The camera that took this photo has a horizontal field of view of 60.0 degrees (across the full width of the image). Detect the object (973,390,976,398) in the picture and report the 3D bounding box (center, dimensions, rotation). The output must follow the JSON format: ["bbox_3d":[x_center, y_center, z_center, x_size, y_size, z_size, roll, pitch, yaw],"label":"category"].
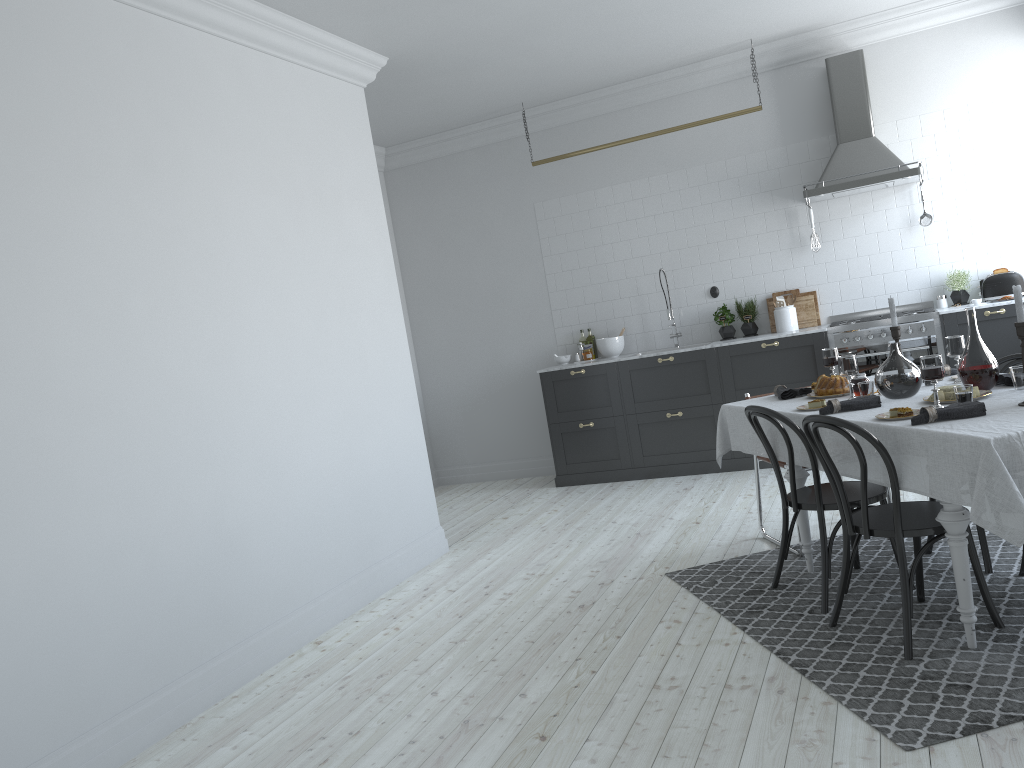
[{"bbox_3d":[1.812,0.043,3.546,0.040,0.039,0.077,-10,3,-7],"label":"object"}]

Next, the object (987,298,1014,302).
[{"bbox_3d":[3.547,-0.610,6.442,0.018,0.008,0.209,-12,4,-32],"label":"object"}]

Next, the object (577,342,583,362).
[{"bbox_3d":[0.630,-0.293,8.042,0.059,0.172,0.059,-12,4,-35],"label":"object"}]

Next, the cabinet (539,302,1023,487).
[{"bbox_3d":[2.189,0.117,7.226,3.897,1.012,0.646,-8,4,23],"label":"cabinet"}]

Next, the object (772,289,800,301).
[{"bbox_3d":[2.300,-0.612,7.384,0.220,0.330,0.041,-8,4,23],"label":"object"}]

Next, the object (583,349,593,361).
[{"bbox_3d":[0.682,-0.258,7.924,0.078,0.101,0.078,-12,4,-38],"label":"object"}]

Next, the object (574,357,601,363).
[{"bbox_3d":[0.680,-0.214,8.006,0.180,0.008,0.272,-8,4,23],"label":"object"}]

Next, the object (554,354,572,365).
[{"bbox_3d":[0.466,-0.231,8.037,0.159,0.110,0.172,-8,4,18],"label":"object"}]

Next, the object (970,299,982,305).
[{"bbox_3d":[3.388,-0.597,6.467,0.072,0.040,0.070,-9,4,15],"label":"object"}]

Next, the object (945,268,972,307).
[{"bbox_3d":[3.429,-0.744,6.806,0.210,0.283,0.220,-7,4,36],"label":"object"}]

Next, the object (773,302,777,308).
[{"bbox_3d":[2.209,-0.554,7.273,0.061,0.251,0.117,-12,4,-37],"label":"object"}]

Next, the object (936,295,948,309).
[{"bbox_3d":[3.335,-0.637,6.875,0.072,0.095,0.072,-11,4,-21],"label":"object"}]

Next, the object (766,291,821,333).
[{"bbox_3d":[2.349,-0.601,7.400,0.400,0.290,0.030,-8,4,23],"label":"object"}]

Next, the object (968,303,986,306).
[{"bbox_3d":[3.393,-0.578,6.468,0.126,0.008,0.126,-12,4,-40],"label":"object"}]

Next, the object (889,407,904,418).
[{"bbox_3d":[1.474,0.108,3.394,0.057,0.037,0.021,-9,3,4],"label":"object"}]

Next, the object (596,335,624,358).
[{"bbox_3d":[0.883,-0.326,7.894,0.247,0.175,0.247,-7,4,37],"label":"object"}]

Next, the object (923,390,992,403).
[{"bbox_3d":[1.797,0.054,3.579,0.251,0.018,0.251,-8,4,23],"label":"object"}]

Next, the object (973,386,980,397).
[{"bbox_3d":[1.855,0.030,3.587,0.039,0.040,0.077,-9,3,3],"label":"object"}]

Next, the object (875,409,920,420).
[{"bbox_3d":[1.486,0.120,3.386,0.182,0.013,0.182,-7,4,38],"label":"object"}]

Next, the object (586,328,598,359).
[{"bbox_3d":[0.730,-0.366,8.057,0.089,0.282,0.082,-8,4,23],"label":"object"}]

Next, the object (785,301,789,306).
[{"bbox_3d":[2.280,-0.566,7.292,0.050,0.247,0.114,-10,3,-12],"label":"object"}]

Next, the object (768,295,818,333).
[{"bbox_3d":[2.327,-0.579,7.351,0.360,0.261,0.053,-8,4,23],"label":"object"}]

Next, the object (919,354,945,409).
[{"bbox_3d":[1.604,0.000,3.367,0.083,0.215,0.083,-8,4,28],"label":"object"}]

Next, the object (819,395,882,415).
[{"bbox_3d":[1.439,0.084,3.743,0.247,0.061,0.165,-11,4,-27],"label":"object"}]

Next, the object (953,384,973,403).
[{"bbox_3d":[1.677,0.052,3.287,0.066,0.094,0.066,-9,3,12],"label":"object"}]

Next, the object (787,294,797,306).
[{"bbox_3d":[2.282,-0.589,7.285,0.131,0.296,0.056,-9,3,3],"label":"object"}]

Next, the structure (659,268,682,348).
[{"bbox_3d":[1.340,-0.646,7.575,0.100,0.692,0.266,-8,4,23],"label":"structure"}]

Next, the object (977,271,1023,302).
[{"bbox_3d":[3.694,-0.744,6.698,0.326,0.207,0.219,-8,4,28],"label":"object"}]

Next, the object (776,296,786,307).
[{"bbox_3d":[2.239,-0.580,7.274,0.064,0.290,0.141,-10,3,-3],"label":"object"}]

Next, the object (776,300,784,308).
[{"bbox_3d":[2.193,-0.556,7.254,0.054,0.262,0.149,-10,3,-2],"label":"object"}]

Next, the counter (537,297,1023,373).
[{"bbox_3d":[2.107,-0.392,7.206,3.902,0.020,0.624,-8,4,23],"label":"counter"}]

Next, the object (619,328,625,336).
[{"bbox_3d":[0.942,-0.375,7.894,0.209,0.232,0.042,-11,4,-26],"label":"object"}]

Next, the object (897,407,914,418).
[{"bbox_3d":[1.487,0.108,3.355,0.051,0.039,0.036,-11,4,-27],"label":"object"}]

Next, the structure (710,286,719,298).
[{"bbox_3d":[1.741,-0.790,7.630,0.079,0.103,0.032,-8,4,23],"label":"structure"}]

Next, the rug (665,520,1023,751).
[{"bbox_3d":[1.808,0.889,3.803,1.701,0.021,2.166,-10,3,-9],"label":"rug"}]

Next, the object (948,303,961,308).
[{"bbox_3d":[3.372,-0.598,6.767,0.091,0.018,0.062,-8,4,21],"label":"object"}]

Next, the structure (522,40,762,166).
[{"bbox_3d":[1.021,-2.298,7.339,1.988,0.556,0.053,-8,4,23],"label":"structure"}]

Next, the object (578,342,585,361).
[{"bbox_3d":[0.634,-0.289,7.977,0.059,0.172,0.059,-12,4,-35],"label":"object"}]

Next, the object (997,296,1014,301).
[{"bbox_3d":[3.598,-0.625,6.458,0.074,0.031,0.119,-12,4,-34],"label":"object"}]

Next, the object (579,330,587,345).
[{"bbox_3d":[0.658,-0.356,8.094,0.066,0.282,0.066,-8,4,18],"label":"object"}]

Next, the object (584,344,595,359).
[{"bbox_3d":[0.699,-0.287,8.026,0.077,0.141,0.044,-8,4,23],"label":"object"}]

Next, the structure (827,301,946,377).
[{"bbox_3d":[2.940,-0.032,6.893,0.779,1.096,0.651,-8,4,23],"label":"structure"}]

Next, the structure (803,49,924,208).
[{"bbox_3d":[2.626,-1.987,6.812,0.843,1.079,0.567,-8,4,23],"label":"structure"}]

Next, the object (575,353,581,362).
[{"bbox_3d":[0.589,-0.236,7.954,0.046,0.084,0.046,-9,3,10],"label":"object"}]

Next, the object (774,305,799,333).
[{"bbox_3d":[2.245,-0.534,7.267,0.174,0.208,0.174,-8,4,19],"label":"object"}]
